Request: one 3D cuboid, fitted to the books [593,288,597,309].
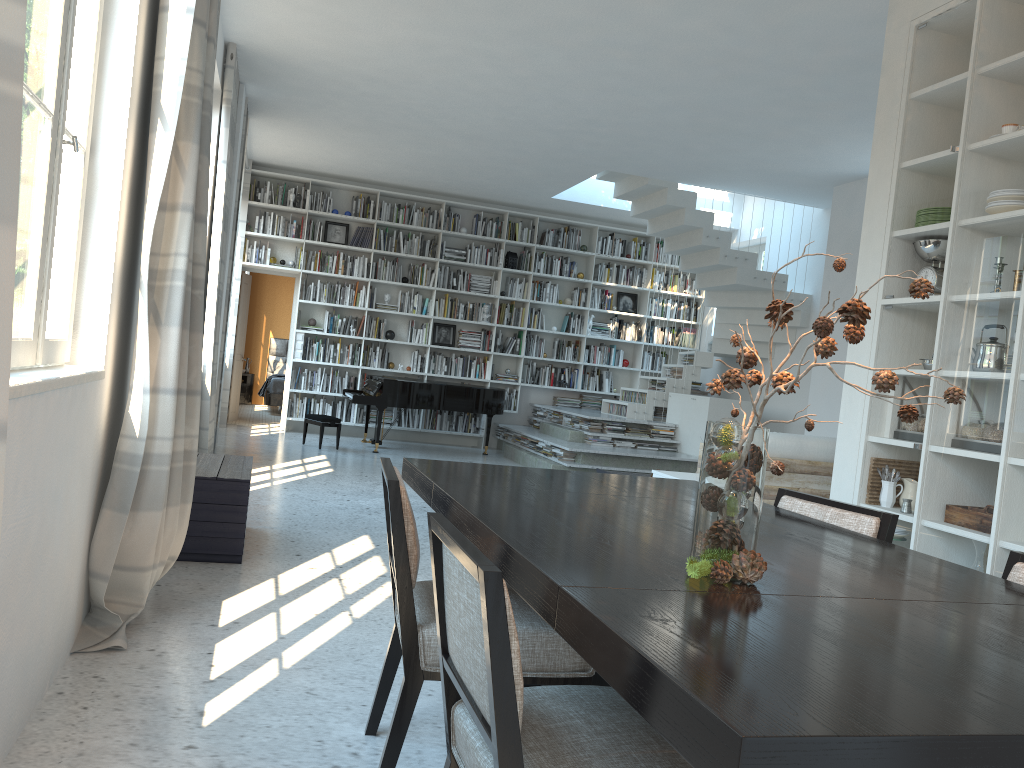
[{"bbox_3d":[1.127,-1.159,12.122,0.065,0.289,0.145,6,1,-16],"label":"books"}]

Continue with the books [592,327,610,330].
[{"bbox_3d":[1.182,-0.766,12.159,0.285,0.012,0.159,6,1,-19],"label":"books"}]

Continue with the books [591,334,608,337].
[{"bbox_3d":[1.168,-0.670,12.158,0.254,0.012,0.160,6,1,-20],"label":"books"}]

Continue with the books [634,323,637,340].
[{"bbox_3d":[1.685,-0.713,12.302,0.024,0.255,0.145,6,1,-16],"label":"books"}]

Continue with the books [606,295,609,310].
[{"bbox_3d":[1.284,-1.105,12.163,0.033,0.213,0.152,6,1,-16],"label":"books"}]

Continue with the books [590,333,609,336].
[{"bbox_3d":[1.170,-0.682,12.155,0.285,0.012,0.159,6,1,-11],"label":"books"}]

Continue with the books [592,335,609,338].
[{"bbox_3d":[1.167,-0.658,12.158,0.285,0.012,0.159,6,1,-12],"label":"books"}]

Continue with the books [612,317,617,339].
[{"bbox_3d":[1.388,-0.767,12.196,0.011,0.300,0.184,6,1,-16],"label":"books"}]

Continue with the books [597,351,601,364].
[{"bbox_3d":[1.164,-0.362,12.163,0.027,0.182,0.186,6,1,-16],"label":"books"}]

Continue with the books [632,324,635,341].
[{"bbox_3d":[1.657,-0.708,12.280,0.041,0.239,0.176,6,1,-16],"label":"books"}]

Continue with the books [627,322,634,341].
[{"bbox_3d":[1.630,-0.727,12.268,0.021,0.271,0.191,6,1,-16],"label":"books"}]

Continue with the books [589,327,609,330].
[{"bbox_3d":[1.182,-0.754,12.155,0.254,0.012,0.160,6,1,-11],"label":"books"}]

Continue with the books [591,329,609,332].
[{"bbox_3d":[1.177,-0.730,12.155,0.254,0.012,0.160,6,1,-21],"label":"books"}]

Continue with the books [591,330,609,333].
[{"bbox_3d":[1.174,-0.718,12.162,0.285,0.012,0.159,6,1,-18],"label":"books"}]

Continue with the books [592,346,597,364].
[{"bbox_3d":[1.109,-0.400,12.142,0.045,0.246,0.185,6,1,-16],"label":"books"}]

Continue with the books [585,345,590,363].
[{"bbox_3d":[1.031,-0.407,12.127,0.047,0.244,0.177,6,1,-16],"label":"books"}]

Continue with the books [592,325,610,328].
[{"bbox_3d":[1.186,-0.790,12.153,0.285,0.012,0.159,6,1,-21],"label":"books"}]

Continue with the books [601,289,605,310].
[{"bbox_3d":[1.222,-1.149,12.141,0.012,0.287,0.176,6,1,-16],"label":"books"}]

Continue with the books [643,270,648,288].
[{"bbox_3d":[1.820,-1.443,12.289,0.031,0.265,0.169,6,1,-16],"label":"books"}]

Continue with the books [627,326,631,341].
[{"bbox_3d":[1.598,-0.701,12.286,0.025,0.213,0.155,6,1,-16],"label":"books"}]

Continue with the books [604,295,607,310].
[{"bbox_3d":[1.252,-1.105,12.138,0.013,0.207,0.189,6,1,-16],"label":"books"}]

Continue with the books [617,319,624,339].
[{"bbox_3d":[1.469,-0.749,12.231,0.059,0.282,0.167,6,1,-16],"label":"books"}]

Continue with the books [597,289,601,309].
[{"bbox_3d":[1.166,-1.154,12.139,0.012,0.285,0.159,6,1,-16],"label":"books"}]

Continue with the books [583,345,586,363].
[{"bbox_3d":[0.964,-0.419,12.125,0.012,0.254,0.160,6,1,-16],"label":"books"}]

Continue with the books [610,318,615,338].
[{"bbox_3d":[1.369,-0.762,12.218,0.012,0.285,0.159,6,1,-16],"label":"books"}]

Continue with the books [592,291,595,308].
[{"bbox_3d":[1.090,-1.143,12.106,0.011,0.248,0.155,6,1,-16],"label":"books"}]

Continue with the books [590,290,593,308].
[{"bbox_3d":[1.050,-1.150,12.118,0.030,0.253,0.128,6,1,-16],"label":"books"}]

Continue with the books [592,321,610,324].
[{"bbox_3d":[1.189,-0.838,12.159,0.285,0.012,0.159,6,1,-14],"label":"books"}]

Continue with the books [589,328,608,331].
[{"bbox_3d":[1.175,-0.742,12.165,0.254,0.012,0.160,6,1,-16],"label":"books"}]

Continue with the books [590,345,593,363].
[{"bbox_3d":[1.063,-0.405,12.147,0.024,0.247,0.143,6,1,-16],"label":"books"}]

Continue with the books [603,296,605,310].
[{"bbox_3d":[1.233,-1.137,12.158,0.020,0.267,0.152,6,1,-16],"label":"books"}]

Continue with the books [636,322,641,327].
[{"bbox_3d":[1.756,-0.720,12.338,0.029,0.284,0.138,6,2,-16],"label":"books"}]

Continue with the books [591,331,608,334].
[{"bbox_3d":[1.171,-0.706,12.161,0.254,0.012,0.160,6,1,-14],"label":"books"}]

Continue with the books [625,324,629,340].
[{"bbox_3d":[1.572,-0.715,12.285,0.028,0.235,0.129,6,1,-16],"label":"books"}]

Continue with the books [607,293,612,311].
[{"bbox_3d":[1.312,-1.122,12.169,0.021,0.253,0.166,6,1,-16],"label":"books"}]

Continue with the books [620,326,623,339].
[{"bbox_3d":[1.495,-0.745,12.267,0.010,0.278,0.128,6,2,-16],"label":"books"}]

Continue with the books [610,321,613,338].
[{"bbox_3d":[1.340,-0.746,12.219,0.023,0.247,0.137,6,1,-16],"label":"books"}]

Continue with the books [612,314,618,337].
[{"bbox_3d":[1.401,-0.785,12.197,0.010,0.339,0.180,6,1,-16],"label":"books"}]

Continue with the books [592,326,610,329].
[{"bbox_3d":[1.183,-0.778,12.161,0.285,0.012,0.159,6,1,-14],"label":"books"}]

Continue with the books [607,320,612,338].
[{"bbox_3d":[1.329,-0.750,12.197,0.012,0.254,0.160,6,1,-16],"label":"books"}]

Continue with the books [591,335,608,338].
[{"bbox_3d":[1.166,-0.646,12.156,0.285,0.012,0.159,6,1,-21],"label":"books"}]

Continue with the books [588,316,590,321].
[{"bbox_3d":[1.020,-0.790,12.121,0.028,0.267,0.137,6,1,-16],"label":"books"}]

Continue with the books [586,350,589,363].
[{"bbox_3d":[1.002,-0.380,12.123,0.022,0.184,0.162,6,1,-16],"label":"books"}]

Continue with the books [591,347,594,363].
[{"bbox_3d":[1.082,-0.391,12.140,0.011,0.223,0.162,6,1,-16],"label":"books"}]

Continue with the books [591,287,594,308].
[{"bbox_3d":[1.078,-1.171,12.111,0.015,0.301,0.140,6,2,-16],"label":"books"}]

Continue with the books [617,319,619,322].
[{"bbox_3d":[1.431,-0.753,12.234,0.013,0.280,0.131,6,2,-16],"label":"books"}]

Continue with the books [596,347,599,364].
[{"bbox_3d":[1.139,-0.393,12.166,0.026,0.239,0.177,6,1,-16],"label":"books"}]

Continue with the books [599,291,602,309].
[{"bbox_3d":[1.189,-1.143,12.156,0.043,0.269,0.131,6,2,-16],"label":"books"}]

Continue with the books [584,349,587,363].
[{"bbox_3d":[0.980,-0.383,12.120,0.023,0.186,0.159,6,1,-16],"label":"books"}]

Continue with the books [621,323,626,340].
[{"bbox_3d":[1.518,-0.724,12.252,0.031,0.242,0.147,6,1,-16],"label":"books"}]

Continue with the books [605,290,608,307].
[{"bbox_3d":[1.267,-1.143,12.152,0.014,0.285,0.175,6,1,-16],"label":"books"}]

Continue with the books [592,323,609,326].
[{"bbox_3d":[1.186,-0.814,12.159,0.254,0.012,0.160,6,1,-14],"label":"books"}]

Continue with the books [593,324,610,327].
[{"bbox_3d":[1.185,-0.802,12.160,0.285,0.012,0.159,6,1,-14],"label":"books"}]

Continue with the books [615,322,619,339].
[{"bbox_3d":[1.412,-0.732,12.212,0.030,0.236,0.179,6,1,-16],"label":"books"}]

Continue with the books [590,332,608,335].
[{"bbox_3d":[1.171,-0.694,12.158,0.254,0.012,0.160,6,1,-12],"label":"books"}]

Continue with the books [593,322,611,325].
[{"bbox_3d":[1.188,-0.826,12.159,0.285,0.012,0.159,6,1,-18],"label":"books"}]

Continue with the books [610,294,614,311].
[{"bbox_3d":[1.337,-1.114,12.166,0.026,0.244,0.177,6,1,-16],"label":"books"}]

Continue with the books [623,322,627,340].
[{"bbox_3d":[1.544,-0.726,12.278,0.031,0.250,0.133,6,1,-16],"label":"books"}]
